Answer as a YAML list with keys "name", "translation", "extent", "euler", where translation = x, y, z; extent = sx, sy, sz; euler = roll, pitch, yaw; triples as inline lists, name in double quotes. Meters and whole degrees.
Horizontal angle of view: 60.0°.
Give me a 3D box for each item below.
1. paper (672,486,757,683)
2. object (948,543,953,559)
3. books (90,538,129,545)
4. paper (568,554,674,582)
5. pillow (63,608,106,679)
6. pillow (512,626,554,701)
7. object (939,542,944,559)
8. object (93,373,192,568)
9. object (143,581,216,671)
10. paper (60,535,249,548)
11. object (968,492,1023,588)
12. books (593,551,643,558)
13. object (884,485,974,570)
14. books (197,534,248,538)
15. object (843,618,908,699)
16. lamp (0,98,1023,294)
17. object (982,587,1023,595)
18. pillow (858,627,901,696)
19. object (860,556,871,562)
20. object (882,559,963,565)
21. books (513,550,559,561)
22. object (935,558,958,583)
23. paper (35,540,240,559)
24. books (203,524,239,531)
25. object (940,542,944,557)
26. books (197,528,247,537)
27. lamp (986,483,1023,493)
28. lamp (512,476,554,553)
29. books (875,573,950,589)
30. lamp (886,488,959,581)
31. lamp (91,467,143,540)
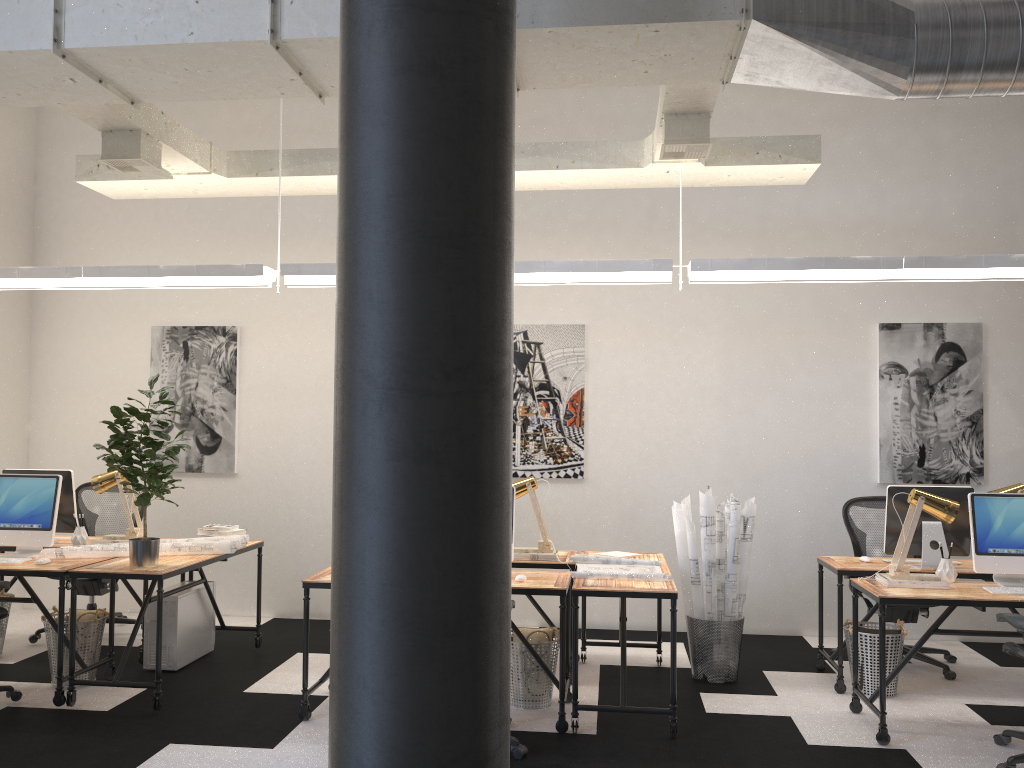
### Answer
- name: "paper"
  translation: [1.230, 1.211, 5.459]
  extent: [0.440, 1.197, 0.412]
  euler: [1, -2, -16]
- name: "object"
  translation: [2.343, 0.956, 4.761]
  extent: [0.054, 0.207, 0.008]
  euler: [1, -2, -11]
- name: "books"
  translation: [-2.536, 1.025, 5.769]
  extent: [0.309, 0.038, 0.225]
  euler: [0, -3, 7]
- name: "paper"
  translation: [0.596, 1.034, 4.994]
  extent: [0.568, 0.061, 0.626]
  euler: [0, -3, 4]
- name: "pillow"
  translation: [-2.555, 1.543, 5.281]
  extent: [0.239, 0.406, 0.120]
  euler: [0, -2, 7]
- name: "pillow"
  translation: [0.113, 1.575, 5.001]
  extent: [0.239, 0.406, 0.120]
  euler: [0, -2, 7]
- name: "object"
  translation: [2.315, 0.956, 4.756]
  extent: [0.008, 0.207, 0.054]
  euler: [2, -2, -28]
- name: "object"
  translation: [-2.055, 0.470, 4.914]
  extent: [0.514, 1.077, 0.439]
  euler: [1, -2, -3]
- name: "object"
  translation: [-2.139, 1.549, 5.740]
  extent: [0.221, 0.454, 0.544]
  euler: [0, -2, 6]
- name: "paper"
  translation: [-2.180, 0.990, 5.421]
  extent: [1.134, 0.082, 0.083]
  euler: [2, -3, -29]
- name: "object"
  translation: [2.659, 0.817, 4.662]
  extent: [0.483, 0.485, 0.190]
  euler: [0, -2, 6]
- name: "books"
  translation: [0.670, 1.080, 5.608]
  extent: [0.205, 0.019, 0.243]
  euler: [-2, -4, 44]
- name: "object"
  translation: [2.459, 0.842, 5.216]
  extent: [0.483, 0.485, 0.190]
  euler: [0, -2, 6]
- name: "books"
  translation: [-1.921, 1.033, 5.889]
  extent: [0.271, 0.050, 0.200]
  euler: [0, -3, 4]
- name: "object"
  translation: [2.122, 1.588, 5.188]
  extent: [0.358, 0.435, 0.353]
  euler: [0, -2, 3]
- name: "lamp"
  translation: [-0.219, -1.987, 5.429]
  extent: [7.301, 2.863, 0.226]
  euler: [0, -2, 6]
- name: "object"
  translation: [2.606, 1.039, 4.436]
  extent: [0.439, 0.017, 0.119]
  euler: [0, -3, 6]
- name: "pillow"
  translation: [2.108, 1.598, 5.110]
  extent: [0.239, 0.406, 0.120]
  euler: [0, -2, 7]
- name: "object"
  translation: [2.182, 1.079, 5.471]
  extent: [0.059, 0.029, 0.106]
  euler: [0, -3, 7]
- name: "object"
  translation: [2.507, 1.086, 5.426]
  extent: [0.439, 0.017, 0.119]
  euler: [0, -3, 6]
- name: "books"
  translation: [0.132, 1.057, 5.489]
  extent: [0.309, 0.038, 0.225]
  euler: [0, -3, 7]
- name: "object"
  translation: [2.329, 0.998, 4.754]
  extent: [0.101, 0.126, 0.101]
  euler: [2, -3, -38]
- name: "paper"
  translation: [-2.200, 0.981, 5.255]
  extent: [1.134, 0.082, 0.083]
  euler: [1, -3, -19]
- name: "books"
  translation: [-1.936, 0.954, 5.901]
  extent: [0.185, 0.030, 0.153]
  euler: [0, -3, 4]
- name: "object"
  translation: [2.320, 0.957, 4.767]
  extent: [0.008, 0.207, 0.054]
  euler: [1, -2, -6]
- name: "books"
  translation: [-1.933, 0.987, 5.915]
  extent: [0.257, 0.044, 0.193]
  euler: [-1, -3, 24]
- name: "lamp"
  translation: [2.971, 0.820, 5.246]
  extent: [0.344, 0.469, 0.128]
  euler: [0, -2, 7]
- name: "lamp"
  translation: [0.087, 0.808, 5.530]
  extent: [0.344, 0.469, 0.128]
  euler: [0, -2, 7]
- name: "books"
  translation: [2.099, 1.034, 4.658]
  extent: [0.309, 0.038, 0.225]
  euler: [0, -3, 7]
- name: "lamp"
  translation: [2.148, 0.782, 4.633]
  extent: [0.344, 0.469, 0.126]
  euler: [0, -2, 7]
- name: "lamp"
  translation: [-2.581, 0.776, 5.811]
  extent: [0.344, 0.469, 0.126]
  euler: [0, -2, 7]
